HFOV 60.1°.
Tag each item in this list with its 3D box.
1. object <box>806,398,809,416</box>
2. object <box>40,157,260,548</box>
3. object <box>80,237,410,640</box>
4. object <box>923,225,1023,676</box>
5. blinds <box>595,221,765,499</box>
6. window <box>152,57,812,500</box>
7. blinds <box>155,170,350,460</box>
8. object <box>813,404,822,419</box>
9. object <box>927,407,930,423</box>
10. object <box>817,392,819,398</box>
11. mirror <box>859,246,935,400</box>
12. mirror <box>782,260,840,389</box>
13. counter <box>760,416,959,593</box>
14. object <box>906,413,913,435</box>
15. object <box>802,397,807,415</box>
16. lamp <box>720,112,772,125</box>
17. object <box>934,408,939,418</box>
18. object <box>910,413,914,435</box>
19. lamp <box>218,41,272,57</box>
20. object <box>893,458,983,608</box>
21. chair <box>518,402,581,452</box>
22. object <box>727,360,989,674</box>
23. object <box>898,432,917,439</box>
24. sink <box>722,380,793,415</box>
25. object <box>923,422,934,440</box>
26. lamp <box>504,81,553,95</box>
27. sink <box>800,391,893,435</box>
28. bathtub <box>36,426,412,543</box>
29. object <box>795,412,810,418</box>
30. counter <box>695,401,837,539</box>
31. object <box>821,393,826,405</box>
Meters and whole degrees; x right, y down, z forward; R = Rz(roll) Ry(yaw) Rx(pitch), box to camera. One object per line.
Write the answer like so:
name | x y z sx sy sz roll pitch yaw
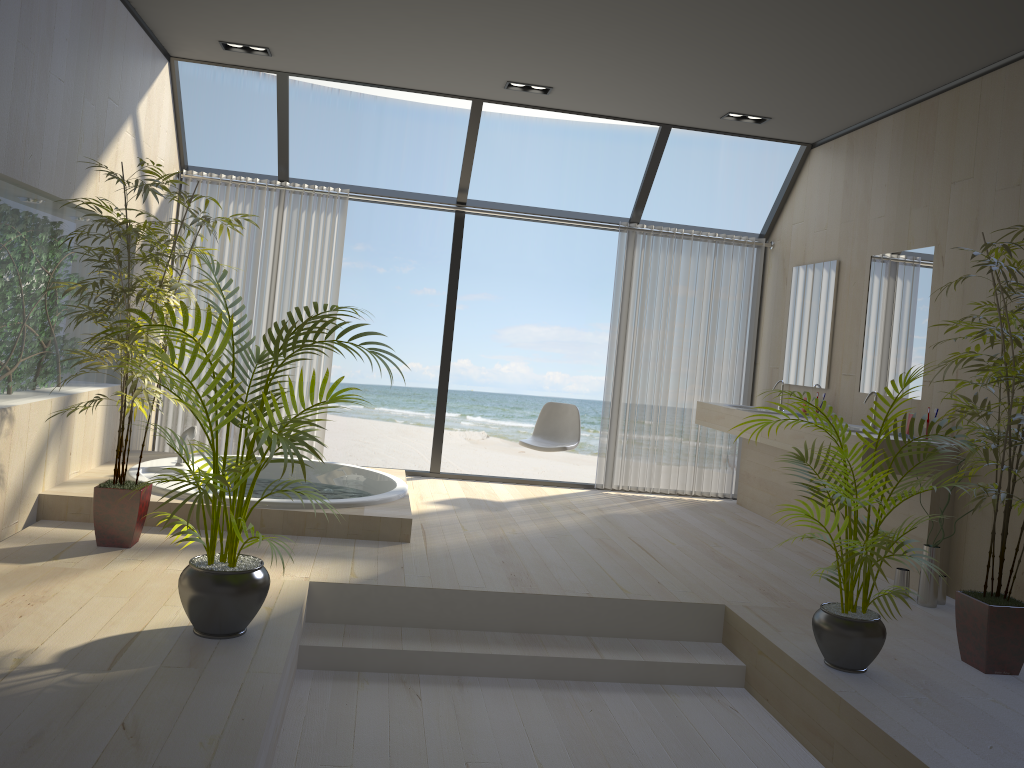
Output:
object | 2.023 0.159 6.065 0.039 0.135 0.038 5 -1 40
object | -1.766 -0.150 4.031 0.788 1.758 0.933 5 0 17
object | -0.888 0.177 3.066 1.063 1.346 0.874 5 0 -20
object | 1.998 0.239 3.439 0.788 1.758 0.933 5 0 17
blinds | 1.318 -0.177 6.946 1.182 2.072 0.084 6 -1 -8
window | -0.216 -0.650 6.529 4.556 2.816 0.745 5 -1 -8
blinds | -1.888 -0.466 6.481 1.182 2.072 0.084 6 -1 -8
object | 2.029 0.185 5.882 0.058 0.100 0.058 6 0 -2
object | 2.191 0.211 4.664 0.012 0.178 0.050 5 -1 31
object | 2.017 0.142 5.858 0.012 0.178 0.050 5 -1 31
mirror | 2.285 -0.358 5.258 0.023 0.869 0.654 6 0 -9
mirror | 2.109 -0.419 6.280 0.023 0.869 0.654 6 0 -9
counter | 1.930 0.653 5.118 0.550 0.791 1.207 5 1 -8
object | 2.144 0.227 4.770 0.039 0.135 0.039 5 -1 33
object | 1.971 0.158 5.964 0.039 0.135 0.038 5 -1 40
lamp | 1.590 -1.854 6.006 0.300 0.112 0.164 5 1 -8
object | 2.221 0.215 4.684 0.054 0.175 0.012 5 -1 17
object | 2.196 0.228 4.871 0.039 0.135 0.039 5 -1 33
lamp | -1.660 -2.147 5.535 0.300 0.112 0.164 5 1 -8
object | 2.148 0.722 4.404 0.406 0.749 0.274 6 -1 -20
chair | 0.293 0.316 6.442 0.369 0.347 0.453 6 1 20
object | 1.239 0.461 3.287 0.918 1.158 0.749 6 0 25
object | 2.106 0.276 4.696 0.105 0.029 0.032 7 2 32
sink | 1.755 0.169 6.278 0.503 0.419 0.574 5 1 -5
object | 2.202 0.254 4.689 0.058 0.100 0.058 6 0 2
lamp | 0.111 -1.987 5.792 0.300 0.112 0.164 5 1 -8
sink | 1.928 0.238 5.084 0.503 0.419 0.574 5 1 -5
bathtub | -1.536 0.639 5.257 1.819 0.699 1.649 5 2 -8
object | 1.932 0.207 5.890 0.105 0.029 0.032 7 2 32
counter | 1.757 0.585 6.311 0.550 0.791 1.207 5 1 -8
object | 2.047 0.146 5.878 0.054 0.175 0.012 5 -1 17
